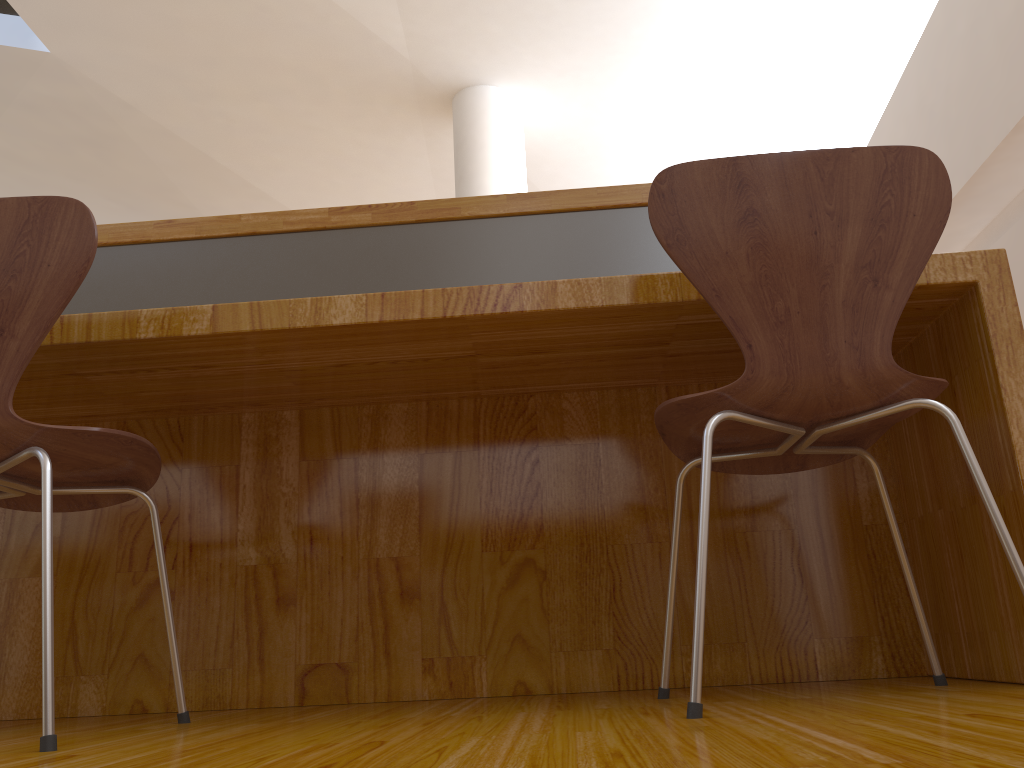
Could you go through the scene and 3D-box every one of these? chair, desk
[{"bbox_3d":[0.400,0.080,1.234,0.428,0.693,0.381,-4,-17,3],"label":"chair"},{"bbox_3d":[-0.838,0.172,1.940,3.216,1.022,1.248,-4,-17,3],"label":"desk"},{"bbox_3d":[-0.718,0.142,1.252,0.428,0.693,0.381,-4,-17,3],"label":"chair"}]
